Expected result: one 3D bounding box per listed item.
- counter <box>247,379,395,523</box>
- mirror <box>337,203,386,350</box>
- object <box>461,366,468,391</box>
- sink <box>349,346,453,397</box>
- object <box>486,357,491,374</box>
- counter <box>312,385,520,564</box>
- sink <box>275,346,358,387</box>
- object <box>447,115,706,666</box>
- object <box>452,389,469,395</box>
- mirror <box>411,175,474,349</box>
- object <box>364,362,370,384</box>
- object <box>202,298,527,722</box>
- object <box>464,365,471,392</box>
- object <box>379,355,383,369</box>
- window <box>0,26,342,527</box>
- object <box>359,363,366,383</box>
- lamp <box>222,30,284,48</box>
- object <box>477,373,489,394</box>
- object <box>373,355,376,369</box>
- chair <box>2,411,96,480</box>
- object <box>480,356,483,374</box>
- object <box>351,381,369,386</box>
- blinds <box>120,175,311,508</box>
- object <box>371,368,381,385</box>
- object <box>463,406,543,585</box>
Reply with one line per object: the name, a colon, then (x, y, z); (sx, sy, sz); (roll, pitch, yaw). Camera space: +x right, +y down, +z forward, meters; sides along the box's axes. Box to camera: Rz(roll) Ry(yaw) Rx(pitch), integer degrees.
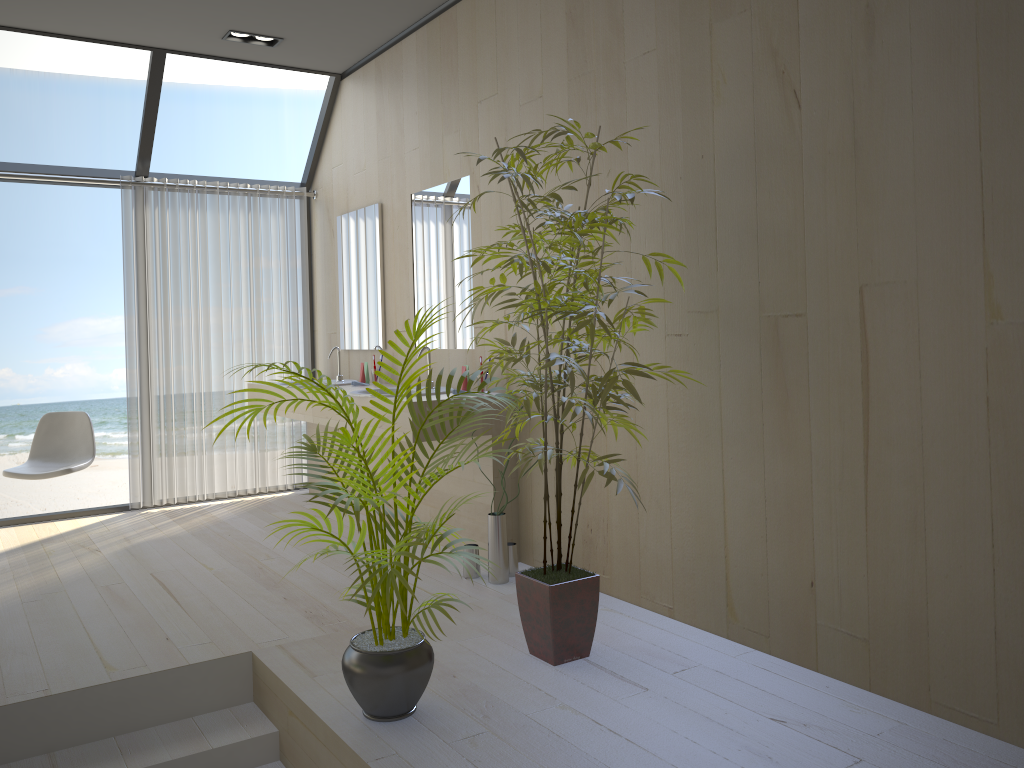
counter: (-1.169, 0.395, 5.459); (0.551, 0.790, 1.205); (-2, 2, -33)
mirror: (-0.947, -0.649, 5.523); (0.023, 0.868, 0.653); (-2, 1, -33)
object: (-0.226, -0.017, 4.195); (0.039, 0.135, 0.039); (-2, 0, 9)
sink: (-0.548, 0.026, 4.392); (0.504, 0.419, 0.574); (-3, 2, -29)
object: (-0.123, -0.041, 4.148); (0.054, 0.175, 0.012); (-2, 0, -8)
counter: (-0.515, 0.436, 4.446); (0.551, 0.790, 1.205); (-2, 2, -33)
sink: (-1.202, -0.015, 5.405); (0.504, 0.419, 0.574); (-3, 2, -29)
object: (0.191, 0.014, 2.921); (0.787, 1.756, 0.935); (-2, 1, -8)
object: (-0.225, 0.037, 4.114); (0.104, 0.029, 0.033); (-1, 2, 7)
mirror: (-0.362, -0.616, 4.667); (0.023, 0.868, 0.653); (-2, 1, -33)
object: (-0.875, -0.065, 5.322); (0.039, 0.135, 0.039); (-2, 0, 16)
object: (-0.407, 0.344, 2.480); (0.916, 1.157, 0.751); (-2, 1, 1)
object: (-0.220, -0.024, 4.309); (0.039, 0.135, 0.039); (-2, 0, 9)
object: (-0.777, -0.082, 5.161); (0.054, 0.175, 0.012); (-2, 0, -8)
window: (-3.173, -0.537, 4.775); (4.565, 2.813, 0.744); (-3, 1, -33)
object: (-0.880, -0.058, 5.208); (0.039, 0.135, 0.039); (-2, 0, 16)
lamp: (-1.460, -1.993, 4.981); (0.301, 0.112, 0.164); (-4, 3, -33)
object: (-0.137, 0.001, 4.146); (0.058, 0.100, 0.058); (-2, 1, -22)
object: (-0.796, -0.081, 5.130); (0.012, 0.178, 0.050); (-2, 0, 6)
chair: (-2.573, 0.344, 4.958); (0.369, 0.347, 0.455); (-2, 2, -4)
object: (-0.142, -0.040, 4.117); (0.012, 0.178, 0.050); (-2, 0, 6)
object: (-0.879, -0.004, 5.127); (0.104, 0.029, 0.033); (-1, 2, 7)
blinds: (-1.909, -0.292, 5.815); (1.184, 2.070, 0.084); (-2, 0, -33)
object: (-0.791, -0.040, 5.159); (0.058, 0.100, 0.058); (-2, 1, -26)
object: (-0.018, 0.471, 3.889); (0.407, 0.749, 0.273); (-2, 1, -45)
